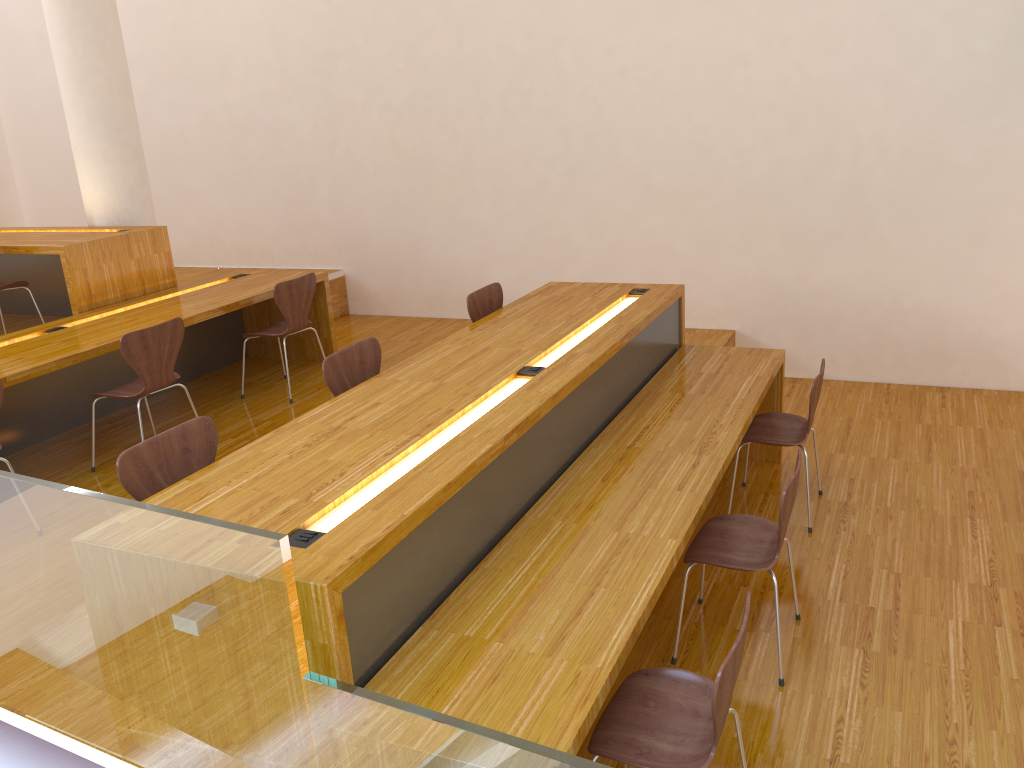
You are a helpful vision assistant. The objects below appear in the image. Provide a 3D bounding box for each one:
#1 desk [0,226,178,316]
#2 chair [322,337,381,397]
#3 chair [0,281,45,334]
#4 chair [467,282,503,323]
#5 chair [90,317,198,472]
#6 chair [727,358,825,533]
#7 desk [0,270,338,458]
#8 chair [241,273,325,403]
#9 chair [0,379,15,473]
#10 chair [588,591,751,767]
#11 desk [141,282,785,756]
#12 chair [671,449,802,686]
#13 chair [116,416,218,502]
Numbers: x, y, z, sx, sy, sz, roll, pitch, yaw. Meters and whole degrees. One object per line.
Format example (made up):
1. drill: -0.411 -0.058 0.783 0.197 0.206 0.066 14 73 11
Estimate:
1. desk: -3.733 -0.689 5.937 3.185 0.606 0.760 4 19 24
2. chair: -0.459 0.196 3.514 0.381 0.693 0.428 4 19 24
3. chair: -3.048 -0.536 5.171 0.428 0.693 0.381 4 19 24
4. chair: 0.034 -0.136 4.463 0.381 0.693 0.428 4 19 24
5. chair: -1.801 0.044 4.291 0.381 0.693 0.428 4 19 24
6. chair: 1.207 0.248 4.038 0.381 0.693 0.428 4 19 24
7. desk: -2.176 0.009 4.643 0.760 0.606 3.185 4 19 24
8. chair: -1.377 -0.294 5.270 0.381 0.693 0.428 4 19 24
9. chair: -2.199 0.335 3.454 0.381 0.693 0.428 4 19 24
10. chair: 0.385 0.876 2.222 0.381 0.693 0.428 4 19 24
11. desk: 0.165 0.391 3.441 1.285 0.918 3.236 4 19 24
12. chair: 0.783 0.585 3.058 0.381 0.693 0.428 4 19 24
13. chair: -0.857 0.487 2.677 0.381 0.693 0.428 4 19 24
